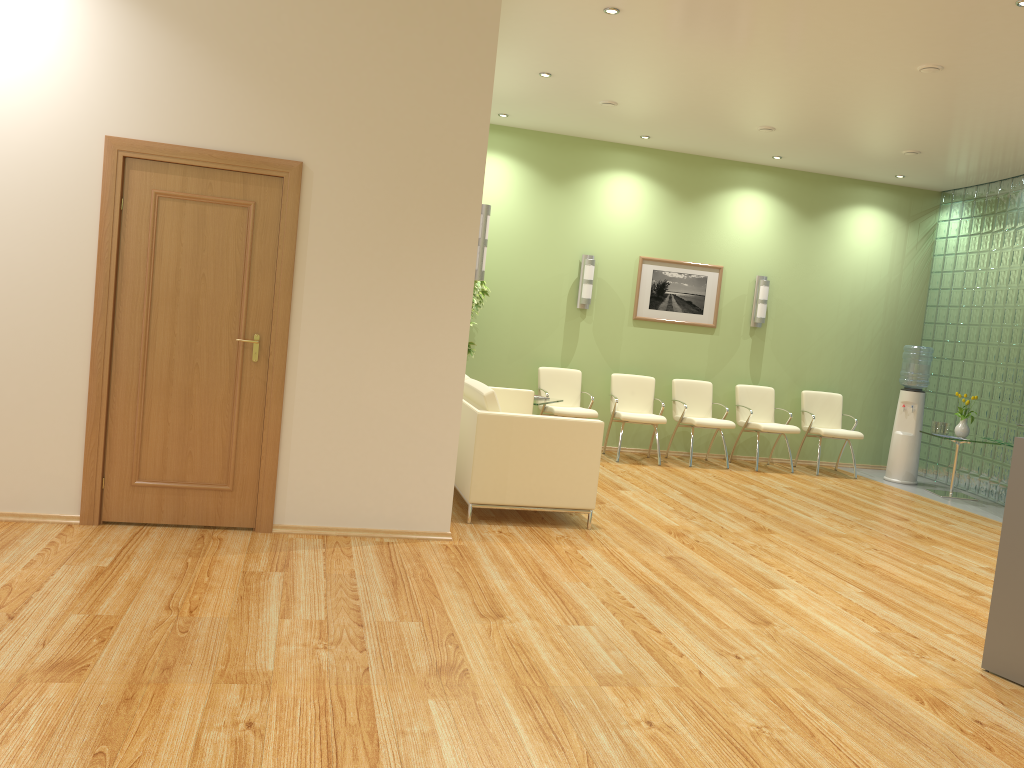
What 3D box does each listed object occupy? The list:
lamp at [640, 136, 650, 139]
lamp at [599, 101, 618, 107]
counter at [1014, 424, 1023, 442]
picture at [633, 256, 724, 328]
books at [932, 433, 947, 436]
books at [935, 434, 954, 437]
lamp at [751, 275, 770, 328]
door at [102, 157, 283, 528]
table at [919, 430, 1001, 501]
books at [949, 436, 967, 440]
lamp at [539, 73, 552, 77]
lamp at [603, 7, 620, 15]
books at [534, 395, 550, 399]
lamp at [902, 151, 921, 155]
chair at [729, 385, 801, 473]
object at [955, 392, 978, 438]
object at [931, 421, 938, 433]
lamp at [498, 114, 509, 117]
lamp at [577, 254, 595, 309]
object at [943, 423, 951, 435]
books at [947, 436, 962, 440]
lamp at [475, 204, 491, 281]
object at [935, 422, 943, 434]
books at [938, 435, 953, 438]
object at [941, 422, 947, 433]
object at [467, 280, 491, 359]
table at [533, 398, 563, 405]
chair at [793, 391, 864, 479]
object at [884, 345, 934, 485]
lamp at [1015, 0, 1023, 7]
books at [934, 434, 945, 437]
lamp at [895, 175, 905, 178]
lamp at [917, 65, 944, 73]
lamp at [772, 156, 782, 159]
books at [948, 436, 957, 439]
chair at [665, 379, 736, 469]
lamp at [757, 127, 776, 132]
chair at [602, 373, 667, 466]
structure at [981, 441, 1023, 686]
[{"bbox_3d":[1.370,-2.537,9.124,0.105,0.011,0.105,3,5,-32],"label":"lamp"},{"bbox_3d":[0.859,-2.489,7.906,0.167,0.024,0.167,9,6,38],"label":"lamp"},{"bbox_3d":[3.905,0.476,2.775,1.837,0.078,3.674,4,5,-28],"label":"counter"},{"bbox_3d":[1.855,-1.018,9.868,1.000,0.700,0.025,5,4,-13],"label":"picture"},{"bbox_3d":[4.442,0.530,9.102,0.210,0.004,0.150,7,4,12],"label":"books"},{"bbox_3d":[4.440,0.531,9.084,0.210,0.004,0.150,6,4,2],"label":"books"},{"bbox_3d":[2.816,-0.932,10.029,0.134,0.580,0.142,5,4,-13],"label":"lamp"},{"bbox_3d":[-1.779,-0.195,4.941,0.823,2.001,0.098,5,4,-13],"label":"door"},{"bbox_3d":[4.593,0.850,9.193,0.581,0.614,0.581,6,4,1],"label":"table"},{"bbox_3d":[4.521,0.547,8.978,0.150,0.004,0.210,7,4,12],"label":"books"},{"bbox_3d":[0.269,-2.500,7.178,0.105,0.011,0.105,7,5,21],"label":"lamp"},{"bbox_3d":[0.625,-2.339,5.567,0.105,0.011,0.105,7,5,21],"label":"lamp"},{"bbox_3d":[0.172,0.115,8.639,0.328,0.031,0.230,2,6,-38],"label":"books"},{"bbox_3d":[3.873,-2.234,8.598,0.167,0.024,0.167,3,5,-30],"label":"lamp"},{"bbox_3d":[14.711,2.341,0.856,30.806,0.986,0.748,9,5,37],"label":"chair"},{"bbox_3d":[4.660,0.321,9.132,0.219,0.459,0.201,7,5,17],"label":"object"},{"bbox_3d":[4.480,0.454,9.396,0.071,0.119,0.072,5,4,-13],"label":"object"},{"bbox_3d":[-0.087,-2.660,8.790,0.105,0.011,0.105,7,4,13],"label":"lamp"},{"bbox_3d":[0.808,-1.102,9.568,0.134,0.580,0.142,5,4,-13],"label":"lamp"},{"bbox_3d":[4.559,0.468,9.307,0.071,0.119,0.072,5,4,-13],"label":"object"},{"bbox_3d":[4.488,0.543,8.992,0.150,0.004,0.210,9,5,32],"label":"books"},{"bbox_3d":[-0.228,-0.910,5.696,0.142,0.580,0.134,5,4,-13],"label":"lamp"},{"bbox_3d":[4.475,0.460,9.312,0.071,0.119,0.072,5,4,-13],"label":"object"},{"bbox_3d":[4.451,0.536,9.031,0.210,0.004,0.150,4,5,-28],"label":"books"},{"bbox_3d":[4.564,0.463,9.387,0.071,0.119,0.072,5,4,-13],"label":"object"},{"bbox_3d":[-0.600,-0.300,8.802,0.668,1.900,0.943,5,4,-5],"label":"object"},{"bbox_3d":[0.003,0.427,8.580,0.736,0.614,0.736,8,5,22],"label":"table"},{"bbox_3d":[3.551,0.552,9.933,0.536,0.881,0.650,5,4,-8],"label":"chair"},{"bbox_3d":[4.373,0.335,9.752,0.353,1.506,0.353,5,4,-6],"label":"object"},{"bbox_3d":[2.781,-2.059,4.795,0.105,0.011,0.105,9,5,34],"label":"lamp"},{"bbox_3d":[4.440,0.533,9.066,0.210,0.004,0.150,5,4,-8],"label":"books"},{"bbox_3d":[4.284,-2.290,9.793,0.105,0.011,0.105,3,5,-32],"label":"lamp"},{"bbox_3d":[2.852,-2.142,6.049,0.167,0.024,0.167,8,5,26],"label":"lamp"},{"bbox_3d":[2.827,-2.413,9.459,0.105,0.011,0.105,3,5,-32],"label":"lamp"},{"bbox_3d":[4.504,0.545,8.983,0.150,0.004,0.210,8,5,22],"label":"books"},{"bbox_3d":[14.316,2.308,0.760,31.281,0.986,0.752,9,5,36],"label":"chair"},{"bbox_3d":[2.366,-2.361,8.252,0.167,0.024,0.167,9,6,38],"label":"lamp"},{"bbox_3d":[1.316,0.362,9.424,0.536,0.881,0.650,5,4,-8],"label":"chair"},{"bbox_3d":[3.848,1.035,2.819,1.837,1.049,3.673,4,5,-28],"label":"structure"}]
